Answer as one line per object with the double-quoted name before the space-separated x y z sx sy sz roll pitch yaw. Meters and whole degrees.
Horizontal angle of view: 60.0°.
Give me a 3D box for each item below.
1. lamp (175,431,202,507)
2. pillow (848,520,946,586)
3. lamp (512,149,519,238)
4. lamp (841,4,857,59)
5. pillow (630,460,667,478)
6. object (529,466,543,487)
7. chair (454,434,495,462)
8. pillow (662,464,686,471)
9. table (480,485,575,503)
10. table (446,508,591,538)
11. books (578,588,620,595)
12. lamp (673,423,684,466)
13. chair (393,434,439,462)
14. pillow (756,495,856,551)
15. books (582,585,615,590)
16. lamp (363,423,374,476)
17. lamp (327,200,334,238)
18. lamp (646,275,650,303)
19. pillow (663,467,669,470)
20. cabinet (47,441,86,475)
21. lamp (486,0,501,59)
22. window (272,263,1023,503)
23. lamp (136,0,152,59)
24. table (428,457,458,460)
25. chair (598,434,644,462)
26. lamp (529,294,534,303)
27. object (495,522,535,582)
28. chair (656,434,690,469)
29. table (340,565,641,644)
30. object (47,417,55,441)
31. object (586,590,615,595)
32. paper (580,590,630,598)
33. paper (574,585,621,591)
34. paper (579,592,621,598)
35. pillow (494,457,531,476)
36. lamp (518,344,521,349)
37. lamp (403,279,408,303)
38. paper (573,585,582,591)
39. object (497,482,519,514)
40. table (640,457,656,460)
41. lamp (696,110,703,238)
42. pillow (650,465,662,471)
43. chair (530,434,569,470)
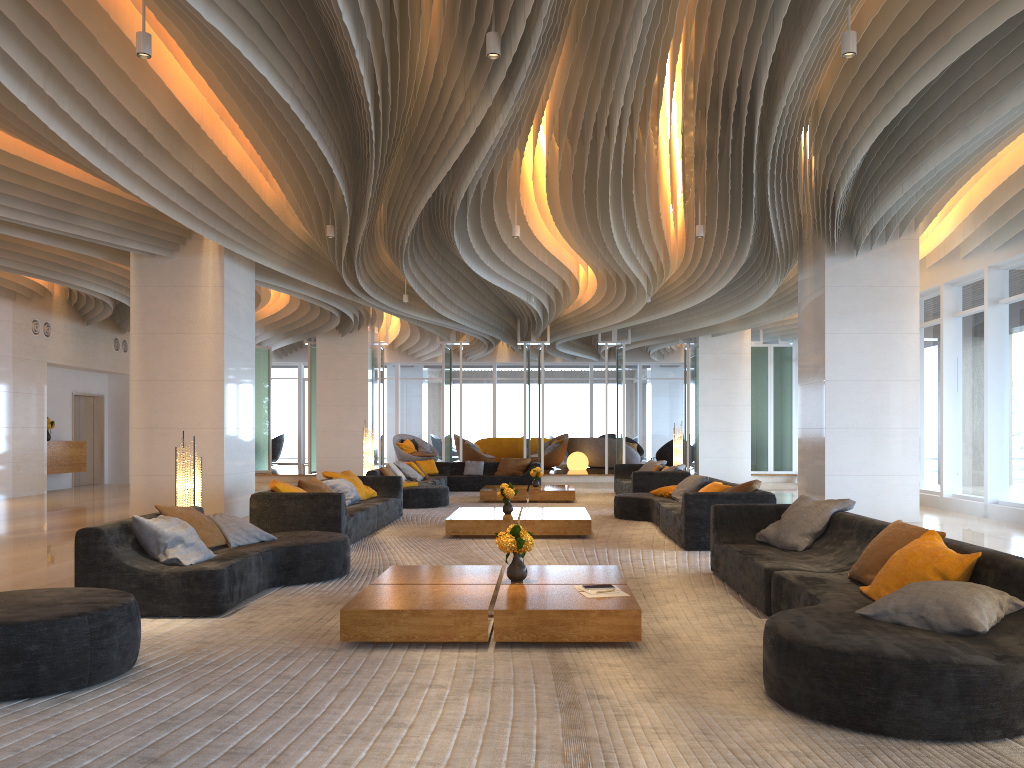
"lamp" -3.017 1.035 8.280 0.250 1.197 0.250 0 0 1
"pillow" 2.130 0.975 4.985 0.370 0.374 0.577 0 -2 0
"lamp" 0.044 -2.491 10.514 0.090 1.505 0.088 0 0 -26
"lamp" 2.083 -2.782 5.482 0.090 1.505 0.087 0 0 -44
"pillow" 2.596 1.640 16.967 0.554 0.377 0.632 1 -3 -21
"object" 0.435 1.651 15.829 0.232 0.377 0.270 -1 -1 33
"chair" -1.031 1.865 24.376 1.130 1.005 1.527 0 -2 9
"pillow" 2.501 1.491 14.384 0.540 0.377 0.647 -1 -3 23
"table" 0.290 1.941 15.682 1.600 0.220 1.603 0 -3 1
"table" 0.100 1.643 10.523 1.600 0.220 1.603 0 -3 1
"books" 0.514 1.224 5.266 0.183 0.011 0.210 1 -3 -18
"lamp" 3.346 1.461 17.845 0.250 1.450 0.250 0 0 1
"chair" -2.884 1.990 26.533 1.117 1.005 1.545 -2 -3 44
"pillow" 2.222 1.052 6.787 0.554 0.377 0.632 1 -3 -21
"books" 0.522 1.224 5.347 0.182 0.011 0.111 1 -3 -9
"lamp" -2.732 1.406 16.894 0.250 1.450 0.250 0 0 1
"lamp" -2.152 -2.491 10.512 0.089 1.505 0.088 0 0 -8
"lamp" 2.403 -2.193 15.680 0.090 1.505 0.087 0 0 -44
"pillow" 2.504 1.548 14.897 0.321 0.312 0.409 0 -2 3
"cabinet" -9.462 1.507 18.318 0.559 0.661 1.513 0 -3 2
"lamp" -0.115 -2.781 5.495 0.090 1.505 0.087 0 0 -44
"window" 4.419 0.050 12.866 22.514 3.218 53.635 2 -4 -33
"lamp" -2.280 -2.781 5.491 0.090 1.505 0.087 0 0 -44
"table" -1.915 2.305 26.035 1.075 0.318 0.823 0 -3 8
"chair" 3.250 2.002 26.741 1.532 1.005 1.126 1 -2 -16
"lamp" 0.344 -2.193 15.685 0.090 1.505 0.087 0 0 -44
"object" 0.019 1.061 5.619 0.265 0.377 0.237 0 -1 3
"chair" 4.798 1.915 25.236 1.539 1.005 1.121 1 -2 -26
"table" -0.084 1.353 5.506 1.600 0.220 1.603 0 -3 1
"object" -9.390 0.906 17.946 0.267 0.496 0.234 0 -1 -12
"object" 0.530 1.218 5.216 0.183 0.014 0.104 1 -3 -18
"paper" 0.539 1.222 5.162 0.258 0.001 0.185 1 -3 -12
"paper" 0.515 1.234 5.366 0.258 0.001 0.185 0 -3 -7
"paper" 0.539 1.223 5.162 0.261 0.001 0.189 1 -3 -12
"pillow" 0.013 1.726 18.458 0.631 0.377 0.554 -1 -2 23
"lamp" 0.206 -1.710 24.036 0.088 1.505 0.089 0 0 10
"lamp" -1.881 -2.192 15.691 0.090 1.505 0.087 0 0 -44
"paper" 0.511 1.235 5.370 0.264 0.001 0.196 0 -3 -8
"object" -0.058 1.339 10.424 0.233 0.377 0.269 0 -1 23
"table" 3.759 2.289 25.772 1.095 0.318 0.807 2 -3 -27
"lamp" 2.224 -2.492 10.507 0.089 1.505 0.088 0 0 -8
"pillow" 2.549 1.619 16.124 0.322 0.312 0.408 0 -2 -1
"chair" 1.012 1.899 24.954 1.144 1.005 1.509 0 -2 -11
